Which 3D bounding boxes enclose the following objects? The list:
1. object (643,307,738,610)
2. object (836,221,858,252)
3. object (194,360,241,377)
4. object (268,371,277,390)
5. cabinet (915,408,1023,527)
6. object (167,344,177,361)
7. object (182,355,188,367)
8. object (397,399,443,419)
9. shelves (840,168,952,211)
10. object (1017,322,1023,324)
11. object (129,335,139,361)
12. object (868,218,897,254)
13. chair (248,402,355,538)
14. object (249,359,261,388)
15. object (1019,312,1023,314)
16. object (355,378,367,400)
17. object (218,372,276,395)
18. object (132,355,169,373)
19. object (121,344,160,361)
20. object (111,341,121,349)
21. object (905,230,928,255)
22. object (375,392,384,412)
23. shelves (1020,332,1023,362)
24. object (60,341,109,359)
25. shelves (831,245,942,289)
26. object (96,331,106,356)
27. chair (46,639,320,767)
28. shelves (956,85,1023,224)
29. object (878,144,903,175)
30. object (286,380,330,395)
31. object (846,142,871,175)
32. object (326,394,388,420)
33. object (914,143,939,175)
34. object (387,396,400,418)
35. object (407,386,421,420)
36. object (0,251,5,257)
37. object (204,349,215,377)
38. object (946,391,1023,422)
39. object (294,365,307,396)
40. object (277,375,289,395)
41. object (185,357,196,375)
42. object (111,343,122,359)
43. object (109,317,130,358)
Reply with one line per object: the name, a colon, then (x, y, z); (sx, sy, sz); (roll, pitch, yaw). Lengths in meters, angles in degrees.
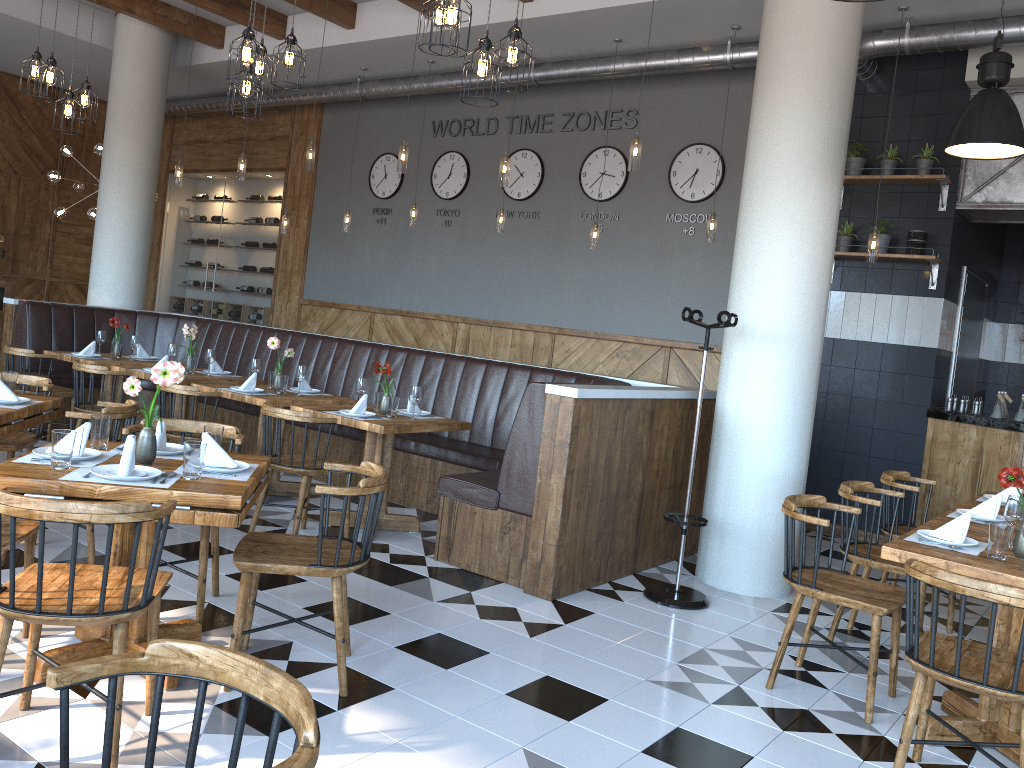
object: (1.030, 0.405, 5.034); (0.375, 1.657, 0.374); (7, 1, 14)
object: (2.779, -1.224, 7.401); (0.173, 0.268, 0.189); (5, 3, -36)
object: (-2.444, -0.152, 7.357); (0.353, 0.137, 0.271); (9, 4, 36)
object: (-1.789, -0.026, 6.629); (0.080, 0.132, 0.080); (8, 2, 36)
cabinet: (6.259, 1.168, 6.360); (6.010, 1.163, 3.024); (9, 4, 36)
object: (-2.769, -0.218, 7.206); (0.081, 0.215, 0.081); (7, 2, 28)
object: (-2.670, -0.170, 7.279); (0.080, 0.132, 0.080); (8, 2, 36)
object: (-0.659, 0.141, 6.039); (0.353, 0.137, 0.271); (9, 4, 36)
shelves: (3.056, -1.588, 7.224); (0.907, 0.297, 0.247); (9, 3, 36)
object: (5.253, -0.527, 8.881); (0.349, 0.153, 0.200); (9, 4, 35)
object: (-3.301, -0.314, 7.735); (0.081, 0.215, 0.081); (6, 2, -23)
object: (3.004, -1.205, 7.236); (0.235, 0.300, 0.171); (8, 2, 25)
chair: (-1.262, 0.543, 5.349); (0.521, 0.816, 0.549); (8, 3, 36)
object: (-1.911, -0.078, 6.573); (0.081, 0.215, 0.081); (7, 2, 0)
object: (5.255, -0.613, 8.869); (0.351, 0.168, 0.214); (8, 3, 24)
object: (-1.012, 0.069, 5.909); (0.081, 0.215, 0.081); (8, 2, 45)
object: (-1.874, -0.015, 6.284); (0.353, 0.137, 0.271); (9, 4, 36)
object: (-2.761, -0.160, 6.939); (0.353, 0.137, 0.271); (9, 4, 36)
object: (-3.323, -0.295, 8.006); (0.353, 0.137, 0.271); (9, 4, 36)
object: (-3.553, -0.314, 7.931); (0.080, 0.132, 0.080); (8, 2, 36)
object: (3.229, -1.116, 7.074); (0.142, 0.200, 0.142); (8, 2, 27)
object: (-0.886, 0.122, 5.963); (0.080, 0.132, 0.080); (8, 2, 36)
shelves: (5.559, -0.310, 8.647); (1.044, 0.297, 0.300); (9, 4, 36)
object: (-3.639, -0.304, 7.588); (0.353, 0.137, 0.271); (9, 4, 36)
shelves: (2.984, -0.963, 7.238); (0.907, 0.297, 0.247); (9, 3, 36)
object: (-3.653, -0.363, 7.858); (0.081, 0.215, 0.081); (7, 2, 28)
chair: (-0.617, 0.883, 1.320); (0.521, 0.816, 0.549); (8, 3, 36)
shelves: (6.072, -1.063, 5.591); (5.881, 1.794, 0.681); (9, 3, 36)
object: (3.072, -1.813, 7.223); (0.173, 0.268, 0.189); (5, 3, -36)
object: (-1.557, -0.006, 6.703); (0.353, 0.137, 0.271); (9, 4, 36)
object: (2.857, -1.864, 7.383); (0.235, 0.300, 0.171); (8, 2, 25)
object: (-0.975, 0.132, 5.621); (0.353, 0.137, 0.271); (9, 4, 36)
object: (3.289, -1.777, 7.063); (0.173, 0.268, 0.189); (5, 3, -36)
object: (-0.772, 0.151, 5.723); (0.080, 0.132, 0.080); (7, 2, 21)
object: (-0.635, 0.122, 5.766); (0.081, 0.215, 0.081); (7, 2, 5)
object: (-7.045, -0.973, 11.839); (0.374, 1.657, 0.375); (6, 2, -31)
object: (-2.418, -0.170, 7.083); (0.081, 0.215, 0.081); (6, 2, -23)
object: (3.756, 0.151, 6.965); (0.600, 0.203, 0.421); (9, 4, 36)
object: (-1.537, -0.026, 6.432); (0.081, 0.215, 0.081); (7, 2, 0)
object: (-1.654, 0.007, 6.373); (0.080, 0.132, 0.080); (8, 3, 41)
object: (-2.556, -0.141, 7.039); (0.080, 0.132, 0.080); (7, 2, 21)
object: (-3.439, -0.286, 7.691); (0.080, 0.132, 0.080); (7, 2, 21)
object: (-3.481, -0.410, 7.802); (0.171, 0.355, 0.156); (8, 2, 29)
